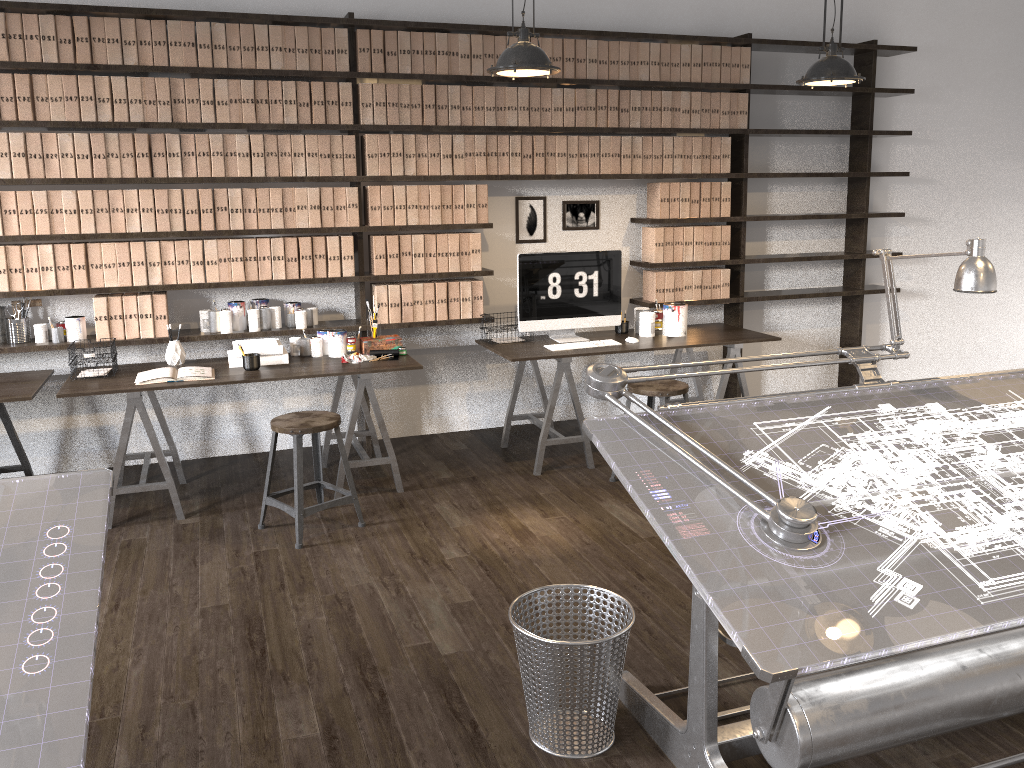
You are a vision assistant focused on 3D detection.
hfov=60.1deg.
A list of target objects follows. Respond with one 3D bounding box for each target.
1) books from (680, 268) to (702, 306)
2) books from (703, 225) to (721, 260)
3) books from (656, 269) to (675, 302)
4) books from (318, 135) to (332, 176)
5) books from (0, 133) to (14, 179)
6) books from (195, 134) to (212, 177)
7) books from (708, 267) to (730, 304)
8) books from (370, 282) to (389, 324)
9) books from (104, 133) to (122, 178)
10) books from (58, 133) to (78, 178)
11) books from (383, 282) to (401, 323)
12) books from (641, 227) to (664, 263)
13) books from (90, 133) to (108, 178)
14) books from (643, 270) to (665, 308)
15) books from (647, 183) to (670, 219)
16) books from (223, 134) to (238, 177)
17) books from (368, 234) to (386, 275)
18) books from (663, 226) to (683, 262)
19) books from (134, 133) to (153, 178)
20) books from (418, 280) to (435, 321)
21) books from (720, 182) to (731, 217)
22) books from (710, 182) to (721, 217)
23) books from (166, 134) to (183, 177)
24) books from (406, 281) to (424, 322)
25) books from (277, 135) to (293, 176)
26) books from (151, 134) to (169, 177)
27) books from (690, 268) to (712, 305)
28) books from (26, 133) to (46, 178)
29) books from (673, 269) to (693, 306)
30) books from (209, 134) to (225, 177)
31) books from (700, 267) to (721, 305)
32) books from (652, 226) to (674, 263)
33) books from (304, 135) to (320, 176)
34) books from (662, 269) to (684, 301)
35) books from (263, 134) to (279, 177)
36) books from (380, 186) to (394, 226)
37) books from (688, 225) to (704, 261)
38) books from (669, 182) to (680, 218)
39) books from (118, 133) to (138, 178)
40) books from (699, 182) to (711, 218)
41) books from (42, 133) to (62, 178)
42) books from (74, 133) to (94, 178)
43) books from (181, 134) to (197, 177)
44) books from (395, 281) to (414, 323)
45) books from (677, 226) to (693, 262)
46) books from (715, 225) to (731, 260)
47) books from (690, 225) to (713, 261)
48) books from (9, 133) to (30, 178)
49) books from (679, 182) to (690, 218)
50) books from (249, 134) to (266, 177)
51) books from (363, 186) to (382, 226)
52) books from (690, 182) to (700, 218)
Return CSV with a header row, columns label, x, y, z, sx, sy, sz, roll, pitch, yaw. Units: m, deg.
label,x,y,z,sx,sy,sz,roll,pitch,yaw
books,1.153,-0.627,5.717,0.067,0.224,0.176,-4,11,-19
books,1.273,-0.910,5.717,0.067,0.223,0.176,-4,11,-19
books,0.968,-0.611,5.653,0.067,0.224,0.176,-4,11,-19
books,-1.031,-1.240,4.835,0.067,0.224,0.176,-4,11,-19
books,-2.482,-1.112,4.341,0.067,0.223,0.176,-4,11,-19
books,-1.616,-1.190,4.641,0.067,0.224,0.176,-4,11,-19
books,1.347,-0.644,5.782,0.067,0.224,0.176,-4,11,-19
books,-0.759,-0.459,5.064,0.067,0.224,0.176,-4,11,-19
books,-2.019,-1.154,4.501,0.067,0.223,0.176,-4,11,-19
books,-2.215,-1.136,4.433,0.067,0.224,0.176,-4,11,-19
books,-0.689,-0.464,5.085,0.067,0.224,0.176,-4,11,-19
books,0.885,-0.875,5.581,0.067,0.224,0.176,-4,11,-19
books,-2.078,-1.147,4.476,0.067,0.224,0.176,-4,11,-19
books,0.902,-0.606,5.636,0.067,0.224,0.176,-4,11,-19
books,0.916,-1.148,5.552,0.067,0.224,0.176,-4,11,-19
books,-1.489,-1.201,4.683,0.067,0.223,0.176,-4,11,-19
books,-0.765,-0.731,5.021,0.067,0.223,0.176,-4,11,-19
books,1.016,-0.888,5.632,0.067,0.224,0.176,-4,11,-19
books,-1.887,-1.165,4.543,0.067,0.224,0.176,-4,11,-19
books,-0.502,-0.482,5.156,0.067,0.223,0.176,-4,11,-19
books,1.330,-1.184,5.692,0.067,0.223,0.176,-4,11,-19
books,1.257,-1.178,5.669,0.067,0.223,0.176,-4,11,-19
books,-1.749,-1.177,4.591,0.067,0.224,0.176,-4,11,-19
books,-0.563,-0.477,5.133,0.067,0.223,0.176,-4,11,-19
books,-1.230,-1.224,4.774,0.067,0.224,0.176,-4,11,-19
books,-1.818,-1.172,4.572,0.067,0.224,0.176,-4,11,-19
books,1.218,-0.634,5.744,0.067,0.224,0.176,-4,11,-19
books,-2.348,-1.125,4.389,0.067,0.224,0.176,-4,11,-19
books,1.089,-0.622,5.697,0.067,0.223,0.176,-4,11,-19
books,-1.551,-1.194,4.657,0.067,0.224,0.176,-4,11,-19
books,1.283,-0.640,5.768,0.067,0.224,0.176,-4,11,-19
books,0.950,-0.882,5.607,0.067,0.224,0.176,-4,11,-19
books,-1.094,-1.234,4.813,0.067,0.224,0.176,-4,11,-19
books,1.029,-0.617,5.679,0.067,0.223,0.176,-4,11,-19
books,-1.295,-1.218,4.750,0.067,0.224,0.176,-4,11,-19
books,-0.718,-1.003,4.991,0.067,0.224,0.176,-4,11,-19
books,1.152,-0.898,5.671,0.067,0.224,0.176,-4,11,-19
books,0.983,-1.154,5.575,0.067,0.224,0.176,-4,11,-19
books,-1.958,-1.159,4.524,0.067,0.223,0.176,-4,11,-19
books,1.189,-1.171,5.640,0.067,0.224,0.176,-4,11,-19
books,-2.283,-1.131,4.414,0.067,0.224,0.176,-4,11,-19
books,-2.146,-1.141,4.453,0.067,0.224,0.176,-4,11,-19
books,-1.683,-1.184,4.618,0.067,0.224,0.176,-4,11,-19
books,-0.621,-0.470,5.108,0.067,0.224,0.176,-4,11,-19
books,1.083,-0.893,5.650,0.067,0.224,0.176,-4,11,-19
books,1.339,-0.916,5.740,0.067,0.224,0.176,-4,11,-19
books,1.215,-0.904,5.692,0.067,0.224,0.176,-4,11,-19
books,-2.413,-1.118,4.363,0.067,0.224,0.176,-4,11,-19
books,1.051,-1.159,5.594,0.067,0.224,0.176,-4,11,-19
books,-1.361,-1.211,4.723,0.067,0.224,0.176,-4,11,-19
books,-0.785,-0.998,4.970,0.067,0.224,0.176,-4,11,-19
books,1.117,-1.166,5.621,0.067,0.224,0.176,-4,11,-19
